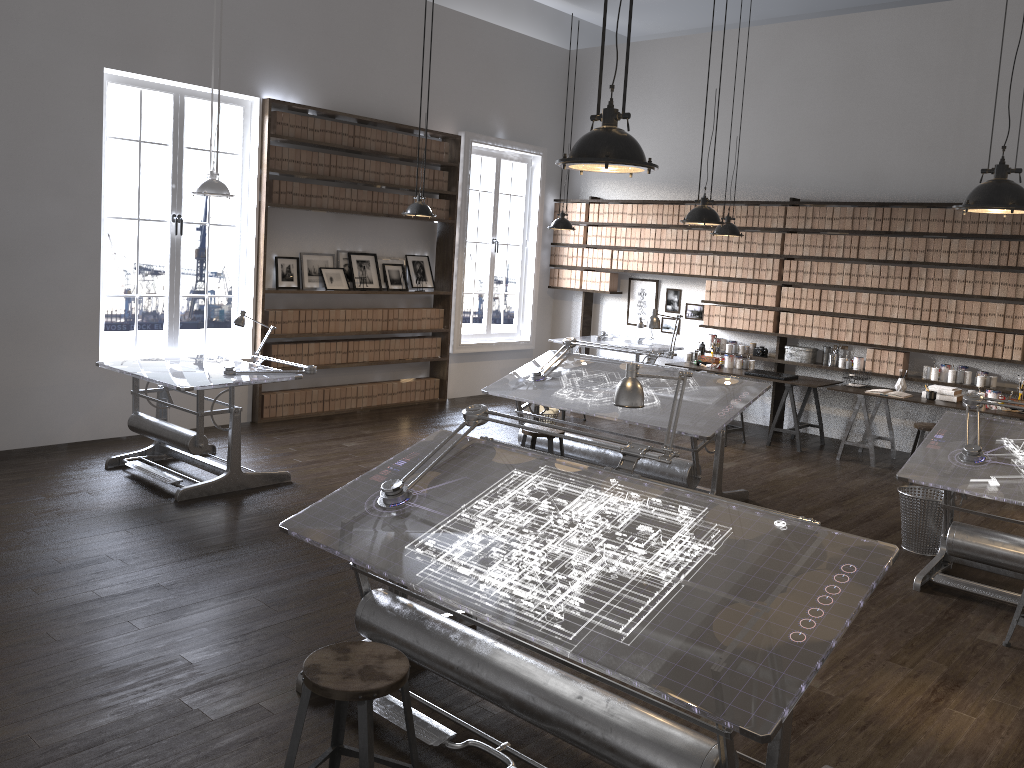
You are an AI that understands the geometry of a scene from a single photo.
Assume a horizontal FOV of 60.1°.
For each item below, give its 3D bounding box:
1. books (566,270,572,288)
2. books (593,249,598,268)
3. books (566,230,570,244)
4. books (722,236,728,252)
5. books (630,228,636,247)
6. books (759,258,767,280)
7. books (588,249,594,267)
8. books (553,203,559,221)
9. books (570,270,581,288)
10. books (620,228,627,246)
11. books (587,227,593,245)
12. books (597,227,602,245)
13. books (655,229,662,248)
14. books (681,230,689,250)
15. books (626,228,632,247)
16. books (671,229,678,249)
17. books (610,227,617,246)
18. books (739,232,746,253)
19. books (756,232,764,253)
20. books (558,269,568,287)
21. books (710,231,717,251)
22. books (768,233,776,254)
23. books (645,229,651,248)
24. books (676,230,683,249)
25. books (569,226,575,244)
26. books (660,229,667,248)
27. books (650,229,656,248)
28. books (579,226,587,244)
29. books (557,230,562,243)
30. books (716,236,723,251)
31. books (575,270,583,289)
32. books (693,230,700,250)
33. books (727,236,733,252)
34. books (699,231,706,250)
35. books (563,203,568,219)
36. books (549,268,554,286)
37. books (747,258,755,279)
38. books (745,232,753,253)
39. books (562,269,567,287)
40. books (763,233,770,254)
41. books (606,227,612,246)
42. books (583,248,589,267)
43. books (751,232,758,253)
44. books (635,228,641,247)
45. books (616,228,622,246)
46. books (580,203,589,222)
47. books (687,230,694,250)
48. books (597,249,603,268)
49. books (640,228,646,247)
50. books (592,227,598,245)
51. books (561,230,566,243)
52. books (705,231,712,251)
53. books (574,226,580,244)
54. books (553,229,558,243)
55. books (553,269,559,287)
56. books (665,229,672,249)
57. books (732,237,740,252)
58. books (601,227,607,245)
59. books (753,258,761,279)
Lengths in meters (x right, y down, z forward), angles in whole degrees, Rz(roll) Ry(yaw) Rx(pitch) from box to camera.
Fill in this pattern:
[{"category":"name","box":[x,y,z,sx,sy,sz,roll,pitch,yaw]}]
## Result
[{"category":"books","box":[0.762,-1.318,11.123,0.067,0.224,0.175,9,8,41]},{"category":"books","box":[1.071,-1.537,10.850,0.067,0.224,0.175,9,8,41]},{"category":"books","box":[0.756,-1.872,11.112,0.067,0.224,0.175,9,8,41]},{"category":"books","box":[2.369,-1.553,9.684,0.067,0.224,0.175,9,8,41]},{"category":"books","box":[1.484,-1.725,10.472,0.067,0.224,0.175,9,8,41]},{"category":"books","box":[2.707,-1.220,9.406,0.067,0.224,0.175,9,8,41]},{"category":"books","box":[1.016,-1.547,10.892,0.067,0.224,0.175,9,8,41]},{"category":"books","box":[0.609,-2.176,11.223,0.067,0.224,0.175,9,8,41]},{"category":"books","box":[0.816,-1.308,11.076,0.067,0.224,0.175,9,8,41]},{"category":"books","box":[1.376,-1.745,10.562,0.067,0.224,0.175,9,8,41]},{"category":"books","box":[1.008,-1.817,10.888,0.067,0.224,0.175,9,8,41]},{"category":"books","box":[1.114,-1.795,10.790,0.067,0.224,0.175,9,8,41]},{"category":"books","box":[1.737,-1.676,10.249,0.067,0.224,0.175,9,8,41]},{"category":"books","box":[1.995,-1.626,10.019,0.067,0.224,0.175,9,8,41]},{"category":"books","box":[1.431,-1.735,10.519,0.067,0.224,0.175,9,8,41]},{"category":"books","box":[1.891,-1.645,10.105,0.067,0.224,0.175,9,8,41]},{"category":"books","box":[1.266,-1.766,10.658,0.067,0.224,0.175,9,8,41]},{"category":"books","box":[2.521,-1.524,9.552,0.067,0.224,0.175,9,8,41]},{"category":"books","box":[2.677,-1.493,9.414,0.067,0.224,0.175,9,8,41]},{"category":"books","box":[0.671,-1.337,11.213,0.067,0.224,0.175,9,8,41]},{"category":"books","box":[2.270,-1.573,9.780,0.067,0.224,0.175,9,8,41]},{"category":"books","box":[2.775,-1.475,9.331,0.067,0.224,0.175,9,8,41]},{"category":"books","box":[1.629,-1.696,10.341,0.067,0.224,0.175,9,8,41]},{"category":"books","box":[1.945,-1.635,10.058,0.067,0.224,0.175,9,8,41]},{"category":"books","box":[0.803,-1.862,11.065,0.067,0.224,0.175,9,8,41]},{"category":"books","box":[1.790,-1.666,10.204,0.067,0.224,0.175,9,8,41]},{"category":"books","box":[1.682,-1.686,10.292,0.067,0.224,0.175,9,8,41]},{"category":"books","box":[0.910,-1.842,10.978,0.067,0.224,0.175,9,8,41]},{"category":"books","box":[0.653,-1.891,11.198,0.067,0.224,0.175,9,8,41]},{"category":"books","box":[2.323,-1.563,9.733,0.067,0.224,0.175,9,8,41]},{"category":"books","box":[0.873,-1.298,11.031,0.067,0.224,0.175,9,8,41]},{"category":"books","box":[2.105,-1.604,9.918,0.067,0.224,0.175,9,8,41]},{"category":"books","box":[2.422,-1.543,9.644,0.067,0.224,0.175,9,8,41]},{"category":"books","box":[2.165,-1.594,9.873,0.067,0.224,0.175,9,8,41]},{"category":"books","box":[0.720,-2.156,11.130,0.067,0.224,0.175,9,8,41]},{"category":"books","box":[0.560,-1.359,11.311,0.067,0.224,0.175,9,8,41]},{"category":"books","box":[2.600,-1.240,9.493,0.067,0.224,0.175,9,8,41]},{"category":"books","box":[2.576,-1.514,9.509,0.067,0.224,0.175,9,8,41]},{"category":"books","box":[0.718,-1.328,11.168,0.067,0.224,0.175,9,8,41]},{"category":"books","box":[2.730,-1.484,9.373,0.067,0.224,0.175,9,8,41]},{"category":"books","box":[1.214,-1.777,10.711,0.067,0.224,0.175,9,8,41]},{"category":"books","box":[0.960,-1.557,10.938,0.067,0.224,0.175,9,8,41]},{"category":"books","box":[2.629,-1.504,9.465,0.067,0.224,0.175,9,8,41]},{"category":"books","box":[1.530,-1.715,10.424,0.067,0.224,0.175,9,8,41]},{"category":"books","box":[1.326,-1.756,10.613,0.067,0.224,0.175,9,8,41]},{"category":"books","box":[0.930,-2.115,10.945,0.067,0.224,0.175,9,8,41]},{"category":"books","box":[2.054,-1.615,9.971,0.067,0.224,0.175,9,8,41]},{"category":"books","box":[1.121,-1.527,10.802,0.067,0.224,0.175,9,8,41]},{"category":"books","box":[1.583,-1.706,10.383,0.067,0.224,0.175,9,8,41]},{"category":"books","box":[1.060,-1.806,10.838,0.067,0.224,0.175,9,8,41]},{"category":"books","box":[0.708,-1.881,11.152,0.067,0.224,0.175,9,8,41]},{"category":"books","box":[2.215,-1.583,9.823,0.067,0.224,0.175,9,8,41]},{"category":"books","box":[0.857,-1.852,11.025,0.067,0.224,0.175,9,8,41]},{"category":"books","box":[0.603,-1.901,11.247,0.067,0.224,0.175,9,8,41]},{"category":"books","box":[0.612,-1.348,11.257,0.067,0.224,0.175,9,8,41]},{"category":"books","box":[1.840,-1.656,10.155,0.067,0.224,0.175,9,8,41]},{"category":"books","box":[2.468,-1.534,9.601,0.067,0.224,0.175,9,8,41]},{"category":"books","box":[1.164,-1.787,10.752,0.067,0.224,0.175,9,8,41]},{"category":"books","box":[2.654,-1.231,9.453,0.067,0.224,0.175,9,8,41]}]
